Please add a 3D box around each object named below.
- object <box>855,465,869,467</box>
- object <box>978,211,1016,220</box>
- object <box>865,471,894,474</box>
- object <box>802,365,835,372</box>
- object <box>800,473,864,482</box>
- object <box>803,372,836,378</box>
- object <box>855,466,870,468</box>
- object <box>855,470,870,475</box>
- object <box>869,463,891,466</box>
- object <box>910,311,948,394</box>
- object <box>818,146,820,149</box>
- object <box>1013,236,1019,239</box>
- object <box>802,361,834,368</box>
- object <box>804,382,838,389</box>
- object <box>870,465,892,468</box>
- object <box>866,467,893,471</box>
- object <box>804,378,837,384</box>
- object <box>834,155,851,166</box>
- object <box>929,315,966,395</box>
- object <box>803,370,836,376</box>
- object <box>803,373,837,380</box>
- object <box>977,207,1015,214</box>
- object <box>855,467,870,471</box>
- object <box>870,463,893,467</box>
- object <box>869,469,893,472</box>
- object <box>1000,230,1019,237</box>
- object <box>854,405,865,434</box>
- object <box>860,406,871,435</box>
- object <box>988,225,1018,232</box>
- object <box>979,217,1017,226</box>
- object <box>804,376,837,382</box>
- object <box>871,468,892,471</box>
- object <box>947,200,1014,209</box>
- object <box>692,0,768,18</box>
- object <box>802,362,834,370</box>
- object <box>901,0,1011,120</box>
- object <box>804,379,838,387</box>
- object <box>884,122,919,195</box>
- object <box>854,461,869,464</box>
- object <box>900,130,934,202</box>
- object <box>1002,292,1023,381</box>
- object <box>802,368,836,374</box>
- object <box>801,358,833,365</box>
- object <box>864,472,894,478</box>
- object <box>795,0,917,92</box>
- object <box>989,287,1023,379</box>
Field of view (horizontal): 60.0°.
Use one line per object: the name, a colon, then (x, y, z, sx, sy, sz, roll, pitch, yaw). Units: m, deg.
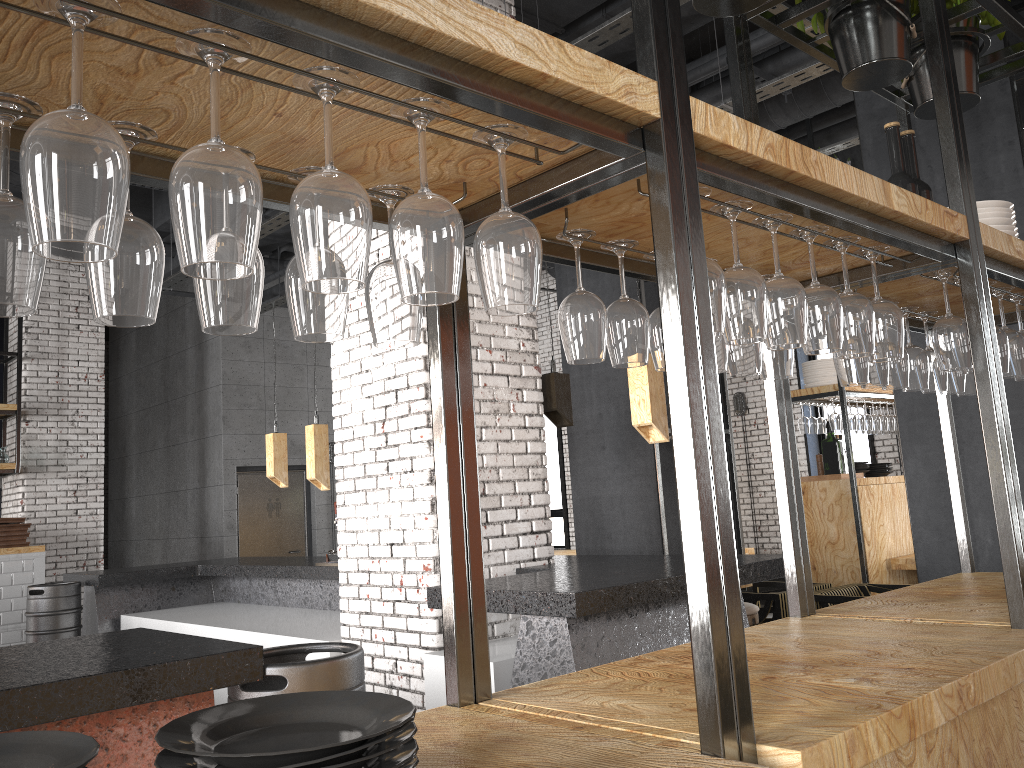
object: (3.039, 0.756, 7.863, 0.257, 0.072, 0.256, -7, -8, 19)
object: (1.549, -0.522, 3.057, 0.334, 0.044, 0.334, -6, -8, 17)
object: (3.314, 0.822, 8.077, 0.306, 0.041, 0.305, 0, -9, -25)
object: (2.712, -0.123, 7.752, 0.334, 0.041, 0.334, -6, -8, 16)
object: (2.740, 0.809, 7.645, 0.411, 0.050, 0.410, 4, -11, -43)
object: (2.717, -0.070, 7.743, 0.335, 0.041, 0.333, -1, -8, -21)
object: (3.039, 0.774, 7.860, 0.257, 0.076, 0.256, -1, -8, -17)
object: (3.042, 0.805, 7.855, 0.257, 0.068, 0.256, 2, -9, -35)
object: (3.308, 0.744, 8.092, 0.305, 0.040, 0.305, -8, -9, 30)
object: (1.399, -0.106, 2.972, 0.101, 0.268, 0.100, -5, -9, 10)
object: (2.653, -1.790, 8.115, 0.416, 0.560, 0.466, -7, -9, 21)
object: (1.555, -0.449, 3.044, 0.335, 0.041, 0.333, -1, -8, -21)
object: (2.710, -0.162, 7.758, 0.334, 0.039, 0.334, -7, -8, 22)
object: (2.723, 0.027, 7.729, 0.335, 0.033, 0.334, -3, -8, -5)
object: (3.310, 0.769, 8.087, 0.305, 0.037, 0.305, 3, -10, -41)
object: (3.312, 0.784, 8.084, 0.306, 0.042, 0.305, -4, -8, 4)
object: (2.721, -0.012, 7.735, 0.334, 0.037, 0.334, -6, -8, 13)
object: (3.062, -1.773, 8.442, 0.467, 0.560, 0.415, -5, -8, 5)
object: (1.508, -0.099, 3.072, 0.101, 0.268, 0.100, -5, -9, 10)
object: (2.715, -0.085, 7.746, 0.334, 0.039, 0.334, 2, -9, -35)
object: (2.717, -0.050, 7.741, 0.334, 0.039, 0.334, -6, -8, 13)
object: (1.548, -0.541, 3.059, 0.334, 0.039, 0.334, -7, -8, 22)
object: (3.040, 0.781, 7.859, 0.257, 0.076, 0.256, 3, -11, -43)
object: (3.309, 0.758, 8.089, 0.305, 0.049, 0.305, -1, -8, -18)
object: (3.313, 0.807, 8.080, 0.305, 0.044, 0.305, 3, -10, -42)
object: (1.553, -0.464, 3.047, 0.334, 0.039, 0.334, 2, -9, -35)
object: (3.264, 0.338, 8.347, 0.101, 0.268, 0.100, -3, -9, -6)
object: (3.361, 0.343, 8.435, 0.101, 0.268, 0.100, -3, -9, -6)
object: (1.552, -0.484, 3.050, 0.334, 0.043, 0.334, -8, -9, 30)
object: (1.550, -0.503, 3.054, 0.334, 0.041, 0.334, -6, -8, 16)
object: (2.719, -0.031, 7.737, 0.334, 0.040, 0.334, -5, -8, 11)
object: (3.311, 0.798, 8.081, 0.305, 0.046, 0.305, -4, -8, 5)
object: (1.547, -0.561, 3.063, 0.334, 0.039, 0.334, -7, -8, 21)
object: (0.556, -1.292, 2.361, 0.416, 0.560, 0.466, -6, -9, 14)
object: (2.711, -0.143, 7.755, 0.334, 0.044, 0.334, -6, -8, 17)
object: (1.514, -1.248, 3.153, 0.415, 0.560, 0.467, -11, -11, 40)
object: (2.721, 0.007, 7.733, 0.334, 0.046, 0.334, -8, -9, 27)
object: (1.212, -0.584, 2.756, 0.098, 0.472, 0.098, -5, -9, 9)
object: (3.038, 0.727, 7.868, 0.257, 0.076, 0.256, -3, -8, -6)
object: (1.291, -0.579, 2.829, 0.098, 0.472, 0.098, -5, -9, 9)
object: (1.592, -0.146, 2.766, 0.101, 0.268, 0.100, -5, -9, 10)
object: (2.714, -0.104, 7.748, 0.334, 0.043, 0.334, -8, -9, 30)
object: (2.709, -0.181, 7.761, 0.334, 0.039, 0.334, -7, -8, 21)
object: (3.315, 0.833, 8.077, 0.306, 0.035, 0.305, -3, -8, -5)
object: (1.143, -1.260, 2.883, 0.467, 0.560, 0.415, 2, -10, -34)
object: (1.483, -0.153, 2.666, 0.101, 0.268, 0.100, -5, -9, 10)
